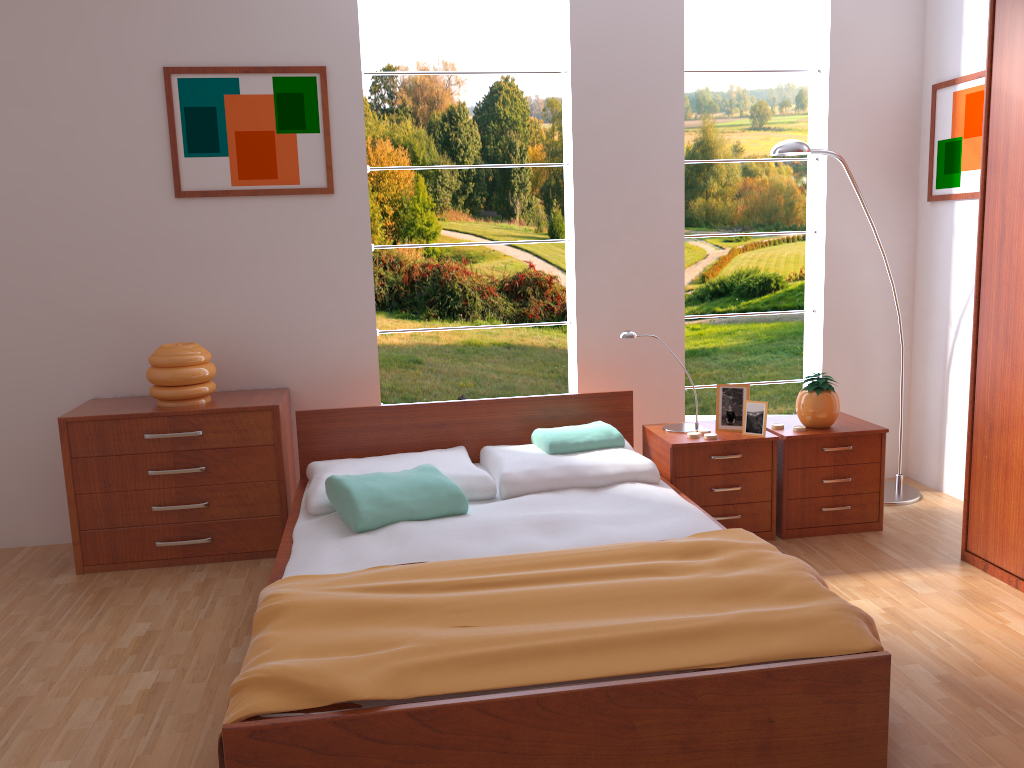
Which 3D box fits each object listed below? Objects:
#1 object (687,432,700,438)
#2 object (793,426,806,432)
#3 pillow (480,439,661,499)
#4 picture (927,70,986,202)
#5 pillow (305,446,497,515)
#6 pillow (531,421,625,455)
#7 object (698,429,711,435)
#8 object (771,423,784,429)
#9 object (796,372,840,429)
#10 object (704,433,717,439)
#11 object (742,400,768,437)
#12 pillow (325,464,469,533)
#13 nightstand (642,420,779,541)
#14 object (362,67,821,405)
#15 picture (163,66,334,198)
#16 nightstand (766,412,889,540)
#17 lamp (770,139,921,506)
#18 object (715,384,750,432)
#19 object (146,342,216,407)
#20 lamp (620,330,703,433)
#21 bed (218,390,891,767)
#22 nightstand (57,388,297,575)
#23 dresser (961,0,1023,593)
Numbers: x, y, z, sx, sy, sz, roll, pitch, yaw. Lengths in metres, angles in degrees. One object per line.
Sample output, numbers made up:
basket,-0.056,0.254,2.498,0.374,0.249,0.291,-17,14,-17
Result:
object,0.721,0.204,3.520,0.049,0.018,0.049,-6,10,-22
object,1.157,0.181,3.571,0.049,0.018,0.049,-6,10,-22
pillow,0.219,0.329,3.518,0.630,0.182,0.574,-4,10,-10
picture,1.964,-1.043,3.724,0.030,0.517,0.645,-3,9,-8
pillow,-0.451,0.372,3.397,0.682,0.157,0.574,-4,10,-15
pillow,0.261,0.227,3.583,0.322,0.116,0.276,-4,10,-12
object,0.775,0.194,3.571,0.049,0.018,0.049,-6,10,-22
object,1.087,0.174,3.627,0.049,0.018,0.049,-6,10,-22
object,1.247,0.066,3.617,0.169,0.223,0.170,-7,11,-29
object,0.781,0.207,3.489,0.049,0.018,0.049,-6,10,-22
object,0.958,0.136,3.497,0.094,0.137,0.027,5,12,36
pillow,-0.397,0.385,3.052,0.425,0.164,0.334,-8,11,-32
nightstand,0.807,0.408,3.657,0.439,0.442,0.377,-3,9,-8
object,0.450,-0.840,4.033,2.205,1.815,0.033,-3,9,-8
picture,-1.080,-1.042,3.670,0.645,0.517,0.030,-3,9,-8
nightstand,1.266,0.381,3.726,0.439,0.442,0.377,-3,9,-8
lamp,1.499,-0.245,3.883,0.799,1.603,0.387,-9,11,-35
object,0.893,0.097,3.589,0.131,0.191,0.037,2,10,21
object,-1.327,-0.040,3.563,0.264,0.244,0.264,-1,9,8
lamp,0.617,-0.013,3.604,0.337,0.421,0.163,-5,10,-20
bed,0.051,0.494,2.833,1.632,0.560,1.990,-3,9,-8
nightstand,-1.327,0.382,3.633,0.815,0.626,0.428,-3,9,-8
dresser,2.003,-0.180,2.176,0.487,2.004,2.017,-3,9,-8
